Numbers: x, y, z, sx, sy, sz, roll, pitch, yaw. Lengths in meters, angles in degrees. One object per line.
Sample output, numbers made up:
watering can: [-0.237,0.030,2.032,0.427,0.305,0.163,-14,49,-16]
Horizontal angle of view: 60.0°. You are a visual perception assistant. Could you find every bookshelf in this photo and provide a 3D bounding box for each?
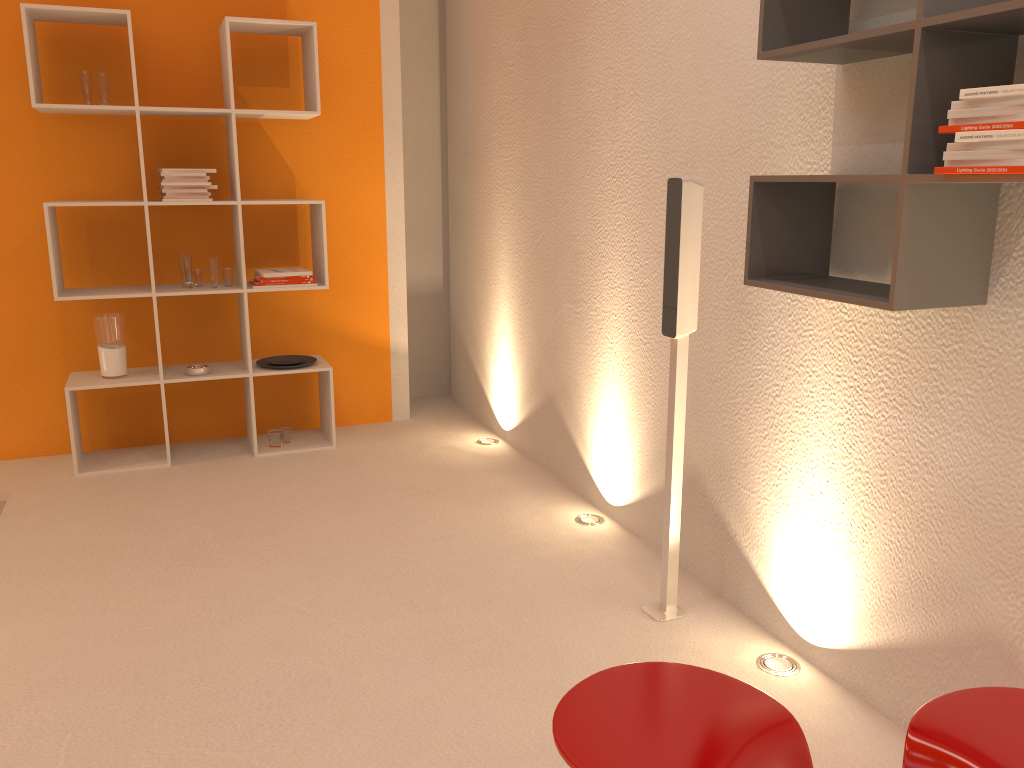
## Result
bookshelf: [-0.382,0.748,3.923,3.516,4.600,1.107,6,14,25]
bookshelf: [1.294,0.372,0.778,0.322,2.145,3.370,-5,14,-19]

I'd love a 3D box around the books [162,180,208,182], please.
books: [-1.497,-0.929,4.059,0.190,0.011,0.268,-5,14,-20]

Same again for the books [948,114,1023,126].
books: [0.925,-0.450,1.509,0.190,0.011,0.268,-6,14,-25]

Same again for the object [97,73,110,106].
object: [-1.494,2.046,1.129,0.351,5.384,6.779,0,13,-2]

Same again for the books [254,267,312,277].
books: [-1.098,-0.535,4.250,0.227,0.017,0.230,-6,14,-26]

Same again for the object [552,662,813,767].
object: [0.275,0.774,1.474,0.420,0.450,0.391,10,16,37]

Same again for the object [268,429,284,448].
object: [1.385,2.565,0.285,0.129,2.692,10.507,-7,15,-28]

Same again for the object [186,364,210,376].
object: [-1.486,-0.066,4.196,0.105,0.035,0.106,5,14,21]

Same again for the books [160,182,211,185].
books: [-1.496,-0.917,4.058,0.210,0.013,0.296,-5,14,-21]

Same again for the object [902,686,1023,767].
object: [0.819,0.791,1.399,0.420,0.450,0.391,-5,14,-21]

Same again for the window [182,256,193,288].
window: [-1.803,0.838,1.009,0.908,1.393,6.719,-1,13,-2]

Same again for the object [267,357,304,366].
object: [-1.122,-0.108,4.401,0.178,0.020,0.178,-1,13,-5]

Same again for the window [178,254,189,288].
window: [-2.370,2.076,2.747,0.993,4.599,4.234,2,13,10]

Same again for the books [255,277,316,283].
books: [-1.092,-0.508,4.270,0.254,0.015,0.190,-6,14,-25]

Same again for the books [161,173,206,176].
books: [-1.502,-0.957,4.053,0.190,0.015,0.254,-5,14,-20]

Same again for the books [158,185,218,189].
books: [-1.489,-0.904,4.067,0.230,0.017,0.227,-6,14,-26]

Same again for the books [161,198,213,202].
books: [-1.496,-0.847,4.074,0.210,0.013,0.296,-5,14,-21]

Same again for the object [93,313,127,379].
object: [-1.849,-0.175,4.095,0.129,0.291,0.129,1,13,6]

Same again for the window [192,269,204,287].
window: [-2.248,1.911,3.624,2.294,4.526,1.860,-5,14,-21]

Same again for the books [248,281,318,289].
books: [-1.104,-0.482,4.270,0.296,0.013,0.210,-5,14,-21]

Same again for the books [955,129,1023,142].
books: [0.933,-0.424,1.518,0.230,0.017,0.227,-8,15,-31]

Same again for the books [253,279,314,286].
books: [-1.100,-0.494,4.268,0.268,0.011,0.190,-5,14,-20]

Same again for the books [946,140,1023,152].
books: [0.920,-0.408,1.519,0.190,0.015,0.254,-6,14,-25]

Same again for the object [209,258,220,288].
object: [-1.528,2.487,1.040,0.870,4.604,7.392,2,13,8]

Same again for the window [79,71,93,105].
window: [-1.327,2.260,0.165,0.481,5.399,8.922,-2,13,-9]

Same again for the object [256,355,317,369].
object: [-1.117,-0.106,4.400,0.294,0.020,0.294,4,14,17]

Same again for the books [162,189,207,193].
books: [-1.502,-0.887,4.069,0.190,0.015,0.254,-5,14,-20]

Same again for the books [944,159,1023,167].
books: [0.925,-0.380,1.525,0.190,0.011,0.268,-6,14,-25]

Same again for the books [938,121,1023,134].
books: [0.926,-0.437,1.508,0.210,0.013,0.297,-6,14,-26]

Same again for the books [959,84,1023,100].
books: [0.933,-0.493,1.502,0.230,0.017,0.227,-8,15,-31]

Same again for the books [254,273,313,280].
books: [-1.100,-0.523,4.266,0.254,0.015,0.190,-5,14,-20]

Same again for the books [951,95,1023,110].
books: [0.920,-0.477,1.503,0.190,0.015,0.254,-6,14,-25]

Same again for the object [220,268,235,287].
object: [0.791,1.870,1.500,0.190,3.502,7.694,-8,15,-32]

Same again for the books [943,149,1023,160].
books: [0.919,-0.395,1.530,0.190,0.015,0.254,-8,15,-30]

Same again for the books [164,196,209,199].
books: [-1.497,-0.860,4.075,0.190,0.011,0.268,-5,14,-20]

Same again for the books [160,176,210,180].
books: [-1.502,-0.944,4.064,0.190,0.015,0.254,-6,14,-25]

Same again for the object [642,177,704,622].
object: [0.473,0.067,2.613,0.116,1.317,0.111,-6,14,-25]

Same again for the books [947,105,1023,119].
books: [0.919,-0.464,1.514,0.190,0.015,0.254,-8,15,-30]

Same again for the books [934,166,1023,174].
books: [0.926,-0.368,1.524,0.210,0.013,0.297,-6,14,-26]

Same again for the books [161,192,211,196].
books: [-1.502,-0.875,4.080,0.190,0.015,0.254,-6,14,-25]

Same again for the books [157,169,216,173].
books: [-1.489,-0.973,4.051,0.230,0.017,0.227,-6,14,-26]
